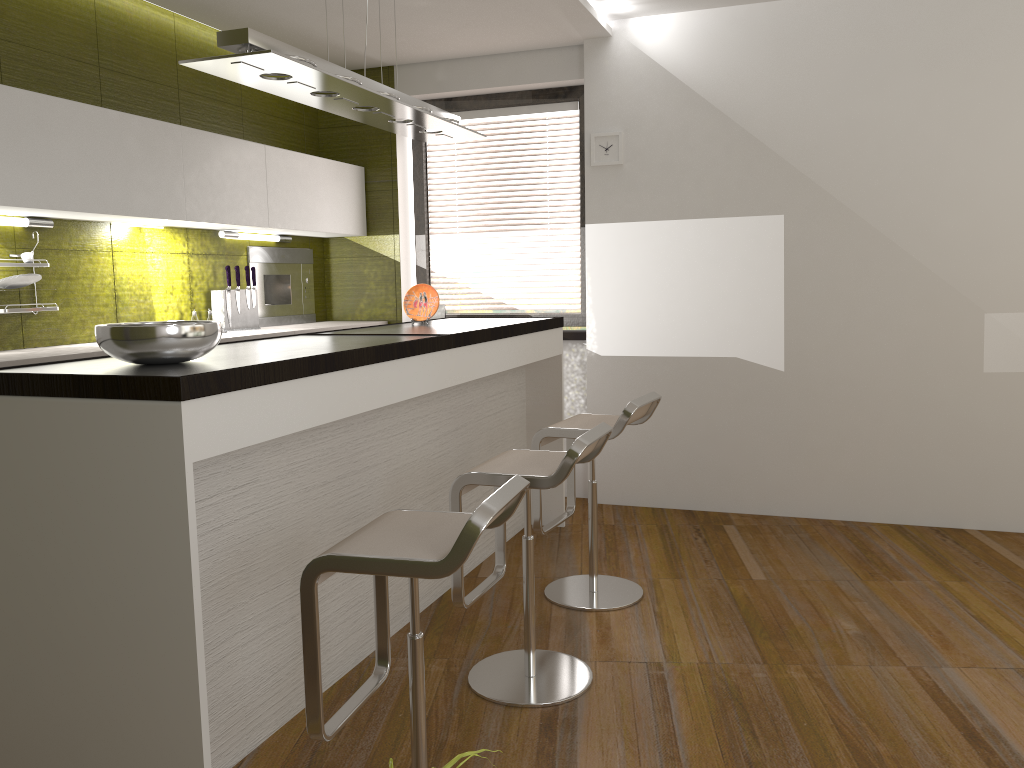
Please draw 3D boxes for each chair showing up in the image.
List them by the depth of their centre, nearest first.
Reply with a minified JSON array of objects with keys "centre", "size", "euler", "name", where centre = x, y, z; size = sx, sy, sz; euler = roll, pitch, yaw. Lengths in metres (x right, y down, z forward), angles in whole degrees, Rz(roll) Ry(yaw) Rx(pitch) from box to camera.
[{"centre":[-0.211,0.662,2.134],"size":[0.460,0.857,0.418],"euler":[1,7,15],"name":"chair"},{"centre":[0.074,0.564,2.926],"size":[0.460,0.857,0.418],"euler":[1,7,20],"name":"chair"},{"centre":[0.359,0.466,3.717],"size":[0.460,0.857,0.418],"euler":[2,7,25],"name":"chair"}]

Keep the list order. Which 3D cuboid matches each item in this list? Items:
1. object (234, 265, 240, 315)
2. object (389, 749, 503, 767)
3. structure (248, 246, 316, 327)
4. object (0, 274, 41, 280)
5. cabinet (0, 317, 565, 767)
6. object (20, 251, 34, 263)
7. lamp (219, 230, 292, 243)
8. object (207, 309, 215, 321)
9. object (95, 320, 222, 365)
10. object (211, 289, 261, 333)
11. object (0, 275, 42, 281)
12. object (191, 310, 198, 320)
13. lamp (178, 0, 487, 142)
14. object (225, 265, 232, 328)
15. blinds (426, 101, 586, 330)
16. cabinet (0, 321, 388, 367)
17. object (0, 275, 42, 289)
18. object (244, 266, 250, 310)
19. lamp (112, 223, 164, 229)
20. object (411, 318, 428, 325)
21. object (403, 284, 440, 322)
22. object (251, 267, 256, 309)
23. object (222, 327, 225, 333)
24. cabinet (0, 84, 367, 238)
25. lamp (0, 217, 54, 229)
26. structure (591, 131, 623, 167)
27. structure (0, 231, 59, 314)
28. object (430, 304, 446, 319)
[{"centre":[-1.471,-0.503,4.755],"size":[0.013,0.264,0.042],"euler":[1,7,20],"name":"object"},{"centre":[-0.100,0.791,0.811],"size":[0.585,0.904,0.606],"euler":[-2,7,-11],"name":"object"},{"centre":[-1.386,-0.591,5.399],"size":[0.015,0.469,0.663],"euler":[1,7,20],"name":"structure"},{"centre":[-1.977,-0.412,3.539],"size":[0.173,0.052,0.181],"euler":[1,7,20],"name":"object"},{"centre":[-0.525,0.371,3.484],"size":[0.663,1.134,2.947],"euler":[1,7,20],"name":"cabinet"},{"centre":[-1.986,-0.517,3.630],"size":[0.046,0.053,0.051],"euler":[-6,9,-38],"name":"object"},{"centre":[-1.457,-0.843,5.082],"size":[0.095,0.041,0.716],"euler":[1,7,19],"name":"lamp"},{"centre":[-1.570,-0.332,4.622],"size":[0.059,0.121,0.059],"euler":[-3,7,-13],"name":"object"},{"centre":[-0.929,-0.108,2.347],"size":[0.311,0.105,0.311],"euler":[3,8,33],"name":"object"},{"centre":[-1.498,-0.397,4.808],"size":[0.107,0.227,0.293],"euler":[1,7,20],"name":"object"},{"centre":[-1.976,-0.409,3.539],"size":[0.173,0.052,0.181],"euler":[1,7,20],"name":"object"},{"centre":[-1.606,-0.316,4.489],"size":[0.059,0.121,0.059],"euler":[-4,7,-24],"name":"object"},{"centre":[-0.559,-1.379,3.318],"size":[0.326,0.683,1.677],"euler":[1,7,20],"name":"lamp"},{"centre":[-1.497,-0.457,4.686],"size":[0.013,0.339,0.046],"euler":[1,7,20],"name":"object"},{"centre":[-1.829,-3.985,9.035],"size":[16.000,12.704,9.030],"euler":[-5,8,-30],"name":"blinds"},{"centre":[-1.505,0.298,4.480],"size":[0.465,1.086,2.940],"euler":[1,7,20],"name":"cabinet"},{"centre":[-1.975,-0.406,3.539],"size":[0.173,0.052,0.181],"euler":[1,7,20],"name":"object"},{"centre":[-1.441,-0.524,4.837],"size":[0.013,0.243,0.036],"euler":[1,7,20],"name":"object"},{"centre":[-1.797,-0.760,4.268],"size":[0.008,0.008,0.334],"euler":[1,7,20],"name":"lamp"},{"centre":[-0.429,-0.349,4.211],"size":[0.088,0.131,0.072],"euler":[1,7,15],"name":"object"},{"centre":[-0.430,-0.387,4.208],"size":[0.184,0.178,0.055],"euler":[1,7,16],"name":"object"},{"centre":[-1.424,-0.531,4.884],"size":[0.013,0.231,0.040],"euler":[1,7,20],"name":"object"},{"centre":[-1.570,-0.278,4.628],"size":[0.107,0.032,0.107],"euler":[3,8,31],"name":"object"},{"centre":[-1.720,-0.172,4.214],"size":[0.724,2.089,3.471],"euler":[1,7,20],"name":"cabinet"},{"centre":[-2.084,-0.638,3.434],"size":[0.041,0.041,0.715],"euler":[1,7,20],"name":"lamp"},{"centre":[0.536,-1.325,5.002],"size":[0.180,0.180,0.026],"euler":[1,7,20],"name":"structure"},{"centre":[-1.990,-0.451,3.593],"size":[0.110,0.346,0.266],"euler":[1,7,20],"name":"structure"},{"centre":[-0.474,-0.419,5.631],"size":[0.106,0.169,0.057],"euler":[1,7,14],"name":"object"}]
